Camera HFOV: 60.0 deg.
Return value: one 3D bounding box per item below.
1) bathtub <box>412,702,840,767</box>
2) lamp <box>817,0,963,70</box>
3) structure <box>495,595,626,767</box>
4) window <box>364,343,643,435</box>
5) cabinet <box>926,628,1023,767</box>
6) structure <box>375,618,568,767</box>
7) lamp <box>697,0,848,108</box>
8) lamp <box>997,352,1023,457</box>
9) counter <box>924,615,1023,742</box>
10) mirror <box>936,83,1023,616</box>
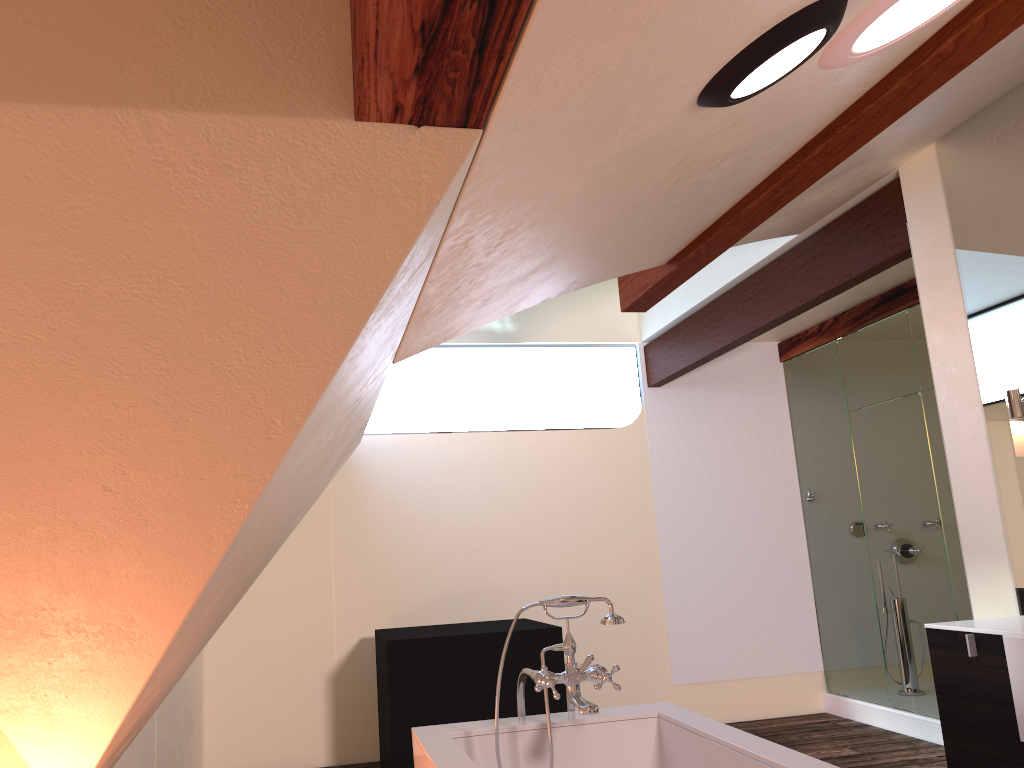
[{"bbox_3d":[0.357,1.205,1.563,0.798,0.689,2.233,-1,-12,-13],"label":"bathtub"},{"bbox_3d":[0.657,-0.686,1.415,0.329,0.170,0.372,0,-12,-17],"label":"lamp"},{"bbox_3d":[0.162,1.234,2.515,0.384,1.112,0.557,-4,-10,1],"label":"structure"},{"bbox_3d":[0.235,-0.343,4.133,2.107,0.671,3.544,-1,-12,-13],"label":"window"},{"bbox_3d":[1.685,1.086,1.829,0.386,0.916,1.870,-1,-12,-13],"label":"cabinet"},{"bbox_3d":[-0.234,1.859,4.625,0.869,0.855,0.806,-1,-11,-13],"label":"structure"},{"bbox_3d":[0.368,-0.522,1.266,0.214,0.129,0.248,0,-12,-17],"label":"lamp"},{"bbox_3d":[1.593,0.070,2.779,0.083,0.363,0.132,-1,-11,-13],"label":"lamp"},{"bbox_3d":[1.636,0.768,1.879,0.442,0.294,1.869,-1,-12,-13],"label":"counter"},{"bbox_3d":[1.935,-0.422,1.469,0.011,1.830,3.259,-1,-12,-13],"label":"mirror"}]
